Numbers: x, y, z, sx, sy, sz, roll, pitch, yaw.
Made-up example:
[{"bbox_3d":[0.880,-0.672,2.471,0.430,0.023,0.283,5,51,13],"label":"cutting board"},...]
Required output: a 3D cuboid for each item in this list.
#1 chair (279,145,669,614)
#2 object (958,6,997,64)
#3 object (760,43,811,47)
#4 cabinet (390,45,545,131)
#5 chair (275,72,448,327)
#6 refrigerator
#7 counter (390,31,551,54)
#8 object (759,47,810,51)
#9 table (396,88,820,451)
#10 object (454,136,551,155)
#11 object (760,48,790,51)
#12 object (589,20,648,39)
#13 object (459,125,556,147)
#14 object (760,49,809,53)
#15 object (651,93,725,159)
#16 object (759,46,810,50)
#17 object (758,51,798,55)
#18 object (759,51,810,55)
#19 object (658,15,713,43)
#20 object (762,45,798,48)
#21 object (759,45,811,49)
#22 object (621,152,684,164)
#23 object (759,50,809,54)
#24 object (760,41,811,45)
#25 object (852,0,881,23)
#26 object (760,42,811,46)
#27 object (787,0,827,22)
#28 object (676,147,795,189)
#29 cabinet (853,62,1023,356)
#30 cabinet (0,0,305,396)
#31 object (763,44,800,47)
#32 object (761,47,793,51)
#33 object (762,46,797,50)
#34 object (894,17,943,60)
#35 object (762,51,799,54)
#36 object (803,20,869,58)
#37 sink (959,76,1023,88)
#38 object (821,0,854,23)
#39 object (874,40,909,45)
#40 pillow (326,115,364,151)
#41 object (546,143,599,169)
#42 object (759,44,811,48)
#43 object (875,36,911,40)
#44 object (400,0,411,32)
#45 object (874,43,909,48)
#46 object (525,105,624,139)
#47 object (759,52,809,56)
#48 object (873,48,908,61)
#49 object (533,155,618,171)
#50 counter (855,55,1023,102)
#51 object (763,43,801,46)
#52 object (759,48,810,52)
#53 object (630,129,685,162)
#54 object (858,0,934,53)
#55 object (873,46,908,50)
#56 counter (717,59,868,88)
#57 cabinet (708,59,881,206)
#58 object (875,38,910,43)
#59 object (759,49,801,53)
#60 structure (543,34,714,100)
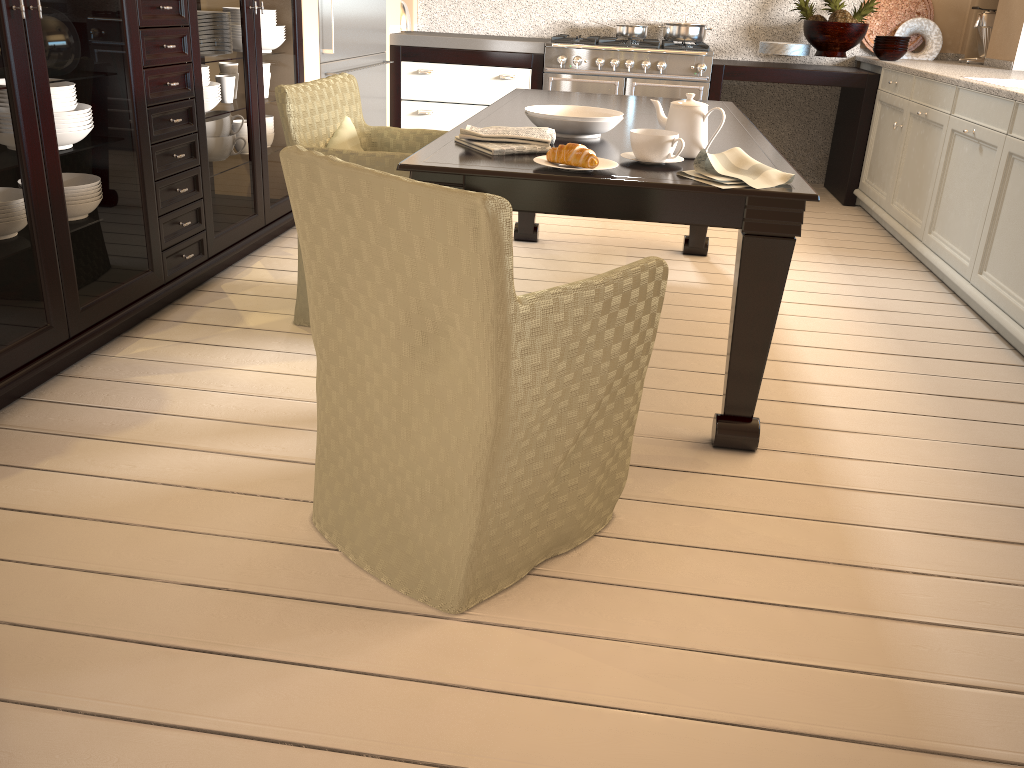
[{"bbox_3d":[-0.068,-0.045,1.719,0.567,0.791,0.565,22,29,39],"label":"chair"},{"bbox_3d":[2.786,-1.965,5.020,0.391,0.302,0.387,6,23,6],"label":"object"},{"bbox_3d":[1.530,-1.896,4.967,0.278,0.011,0.282,1,24,-5],"label":"object"},{"bbox_3d":[-0.239,-1.685,5.446,0.896,0.715,0.645,6,23,6],"label":"cabinet"},{"bbox_3d":[-0.399,-0.559,2.865,0.562,0.791,0.570,8,23,12],"label":"chair"},{"bbox_3d":[-1.088,-1.932,4.461,0.741,1.712,1.117,6,22,6],"label":"refrigerator"},{"bbox_3d":[-0.218,-2.052,5.314,0.896,0.061,0.608,6,24,6],"label":"counter"},{"bbox_3d":[1.528,-1.876,4.976,0.278,0.011,0.282,1,24,-5],"label":"object"},{"bbox_3d":[0.318,-0.535,2.957,0.919,0.645,2.017,6,23,6],"label":"table"},{"bbox_3d":[-0.026,-0.612,2.263,0.165,0.026,0.234,-9,26,-26],"label":"object"},{"bbox_3d":[1.529,-1.873,4.976,0.278,0.011,0.282,1,24,-5],"label":"object"},{"bbox_3d":[0.655,-2.134,5.337,0.199,0.089,0.373,-16,30,-37],"label":"object"},{"bbox_3d":[-0.008,-0.637,2.288,0.233,0.050,0.166,6,23,6],"label":"object"},{"bbox_3d":[1.528,-1.868,4.979,0.278,0.011,0.282,1,24,-5],"label":"object"},{"bbox_3d":[0.440,-0.662,2.259,0.198,0.154,0.119,8,23,12],"label":"object"},{"bbox_3d":[1.529,-1.882,4.974,0.278,0.011,0.282,1,24,-5],"label":"object"},{"bbox_3d":[1.527,-1.855,4.983,0.278,0.011,0.282,1,24,-5],"label":"object"},{"bbox_3d":[1.528,-1.858,4.983,0.278,0.011,0.282,1,24,-5],"label":"object"},{"bbox_3d":[1.024,-2.102,5.238,0.266,0.144,0.268,-12,28,-32],"label":"object"},{"bbox_3d":[1.529,-1.889,4.970,0.278,0.011,0.282,1,24,-5],"label":"object"},{"bbox_3d":[1.529,-1.886,4.971,0.278,0.011,0.282,1,24,-5],"label":"object"},{"bbox_3d":[0.341,-0.547,2.161,0.154,0.012,0.155,-11,27,-30],"label":"object"},{"bbox_3d":[1.528,-1.863,4.981,0.278,0.011,0.282,1,24,-5],"label":"object"},{"bbox_3d":[1.531,-1.904,4.964,0.278,0.011,0.282,1,24,-5],"label":"object"},{"bbox_3d":[1.956,-2.076,5.055,0.275,0.281,0.140,0,22,-8],"label":"object"},{"bbox_3d":[1.530,-1.901,4.965,0.278,0.011,0.282,1,24,-5],"label":"object"},{"bbox_3d":[1.716,-2.109,5.102,0.138,0.281,0.281,-13,27,-34],"label":"object"},{"bbox_3d":[0.503,-0.486,1.975,0.205,0.062,0.199,-10,27,-28],"label":"object"},{"bbox_3d":[2.161,-0.768,3.558,0.847,0.761,4.276,6,23,6],"label":"cabinet"},{"bbox_3d":[-1.412,-1.231,2.687,0.888,1.816,2.521,6,23,6],"label":"cabinet"},{"bbox_3d":[1.530,-1.894,4.968,0.278,0.011,0.282,1,24,-5],"label":"object"},{"bbox_3d":[1.529,-1.879,4.974,0.278,0.011,0.282,1,24,-5],"label":"object"},{"bbox_3d":[1.529,-1.884,4.972,0.278,0.011,0.282,1,24,-5],"label":"object"},{"bbox_3d":[2.398,-2.023,5.241,0.282,0.269,0.094,6,22,8],"label":"object"},{"bbox_3d":[1.528,-1.860,4.982,0.278,0.011,0.282,1,24,-5],"label":"object"},{"bbox_3d":[1.831,-1.964,5.050,0.351,0.185,0.356,-1,23,-9],"label":"object"},{"bbox_3d":[2.107,-1.236,3.529,0.458,0.475,0.545,6,23,6],"label":"sink"},{"bbox_3d":[1.814,-2.081,4.967,0.160,0.275,0.273,-1,23,-10],"label":"object"},{"bbox_3d":[2.084,-1.856,4.885,0.180,0.066,0.183,3,23,-1],"label":"object"},{"bbox_3d":[-0.493,-0.697,2.849,0.192,0.291,0.446,5,23,6],"label":"pillow"},{"bbox_3d":[0.141,-0.520,2.012,0.138,0.051,0.063,14,25,24],"label":"object"},{"bbox_3d":[1.530,-1.891,4.969,0.278,0.011,0.282,1,24,-5],"label":"object"},{"bbox_3d":[2.091,-1.880,4.874,0.180,0.064,0.182,9,24,13],"label":"object"},{"bbox_3d":[-0.690,-2.359,5.402,0.155,0.389,0.157,1,22,-4],"label":"object"},{"bbox_3d":[2.086,-1.842,4.890,0.180,0.062,0.182,-3,24,-14],"label":"object"},{"bbox_3d":[0.175,-0.749,2.539,0.281,0.065,0.285,3,23,1],"label":"object"},{"bbox_3d":[1.527,-1.853,4.985,0.278,0.011,0.282,1,24,-5],"label":"object"},{"bbox_3d":[2.084,-1.818,4.900,0.180,0.062,0.182,-3,24,-14],"label":"object"},{"bbox_3d":[0.146,-0.502,2.030,0.194,0.014,0.197,-4,24,-16],"label":"object"},{"bbox_3d":[2.123,-1.148,3.411,0.652,0.067,4.293,6,24,6],"label":"counter"},{"bbox_3d":[1.530,-1.899,4.966,0.278,0.011,0.282,1,24,-5],"label":"object"},{"bbox_3d":[1.528,-1.870,4.978,0.278,0.011,0.282,1,24,-5],"label":"object"},{"bbox_3d":[0.347,-0.575,2.150,0.125,0.069,0.118,3,23,0],"label":"object"},{"bbox_3d":[2.284,-2.173,5.279,0.431,0.424,0.065,6,22,6],"label":"object"},{"bbox_3d":[2.085,-1.829,4.895,0.180,0.062,0.182,-3,24,-14],"label":"object"},{"bbox_3d":[1.591,-1.804,5.137,0.765,0.078,0.608,6,24,6],"label":"counter"},{"bbox_3d":[1.576,-1.509,5.256,0.896,0.715,0.608,6,23,6],"label":"cabinet"},{"bbox_3d":[2.087,-1.867,4.880,0.180,0.063,0.182,9,24,13],"label":"object"},{"bbox_3d":[1.528,-1.865,4.979,0.278,0.011,0.282,1,24,-5],"label":"object"},{"bbox_3d":[0.665,-1.630,5.289,0.929,0.795,0.714,6,23,6],"label":"structure"}]
